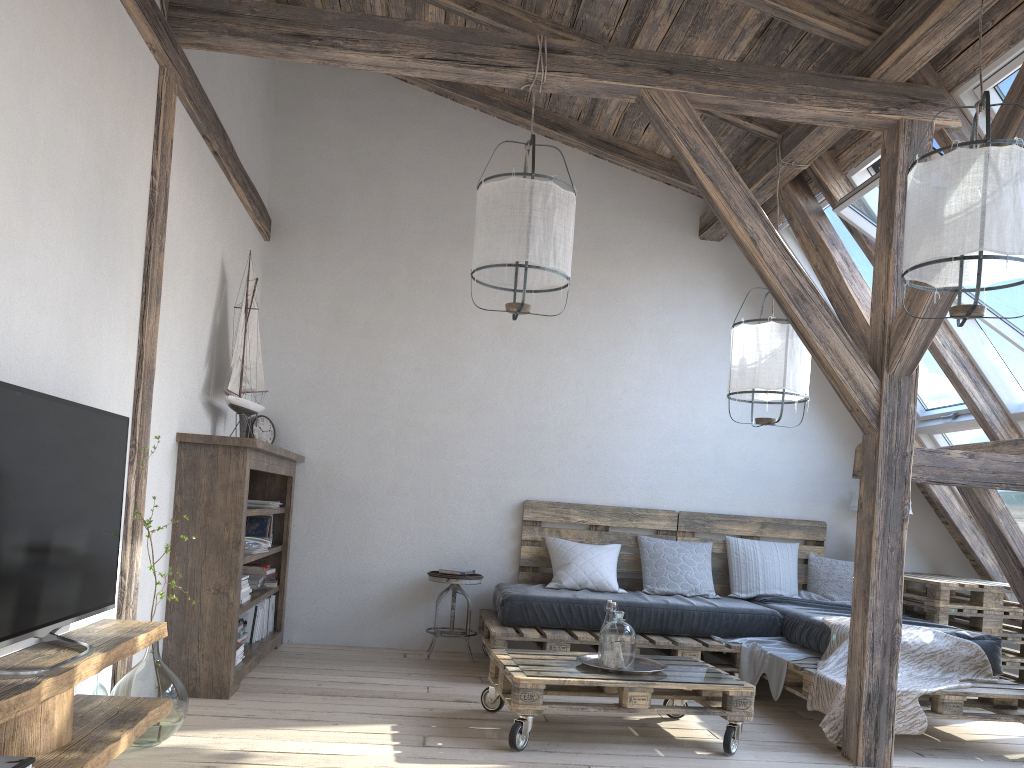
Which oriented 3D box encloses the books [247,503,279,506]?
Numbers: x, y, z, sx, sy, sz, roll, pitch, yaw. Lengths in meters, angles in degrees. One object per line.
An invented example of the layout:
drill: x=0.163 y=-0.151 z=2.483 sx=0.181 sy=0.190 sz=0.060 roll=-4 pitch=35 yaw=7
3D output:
books: x=-1.488 y=0.713 z=5.222 sx=0.205 sy=0.009 sz=0.260 roll=6 pitch=-8 yaw=-14

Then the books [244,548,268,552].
books: x=-1.413 y=0.863 z=4.604 sx=0.204 sy=0.009 sz=0.260 roll=4 pitch=-8 yaw=-1

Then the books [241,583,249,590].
books: x=-1.427 y=1.026 z=4.476 sx=0.139 sy=0.018 sz=0.186 roll=5 pitch=-8 yaw=-5

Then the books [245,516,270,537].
books: x=-1.516 y=0.873 z=5.235 sx=0.131 sy=0.171 sz=0.082 roll=4 pitch=-2 yaw=-5

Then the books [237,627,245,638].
books: x=-1.485 y=1.285 z=4.565 sx=0.174 sy=0.025 sz=0.222 roll=6 pitch=-8 yaw=-10

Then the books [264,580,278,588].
books: x=-1.517 y=1.190 z=5.260 sx=0.219 sy=0.030 sz=0.163 roll=6 pitch=-8 yaw=-13

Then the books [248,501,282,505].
books: x=-1.491 y=0.699 z=5.187 sx=0.204 sy=0.009 sz=0.260 roll=4 pitch=-8 yaw=1

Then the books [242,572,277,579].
books: x=-1.515 y=1.141 z=5.265 sx=0.161 sy=0.026 sz=0.204 roll=4 pitch=-8 yaw=2

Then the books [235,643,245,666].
books: x=-1.428 y=1.304 z=4.220 sx=0.238 sy=0.087 sz=0.319 roll=5 pitch=-7 yaw=-6

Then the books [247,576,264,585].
books: x=-1.503 y=1.115 z=5.005 sx=0.152 sy=0.024 sz=0.229 roll=5 pitch=-8 yaw=-10

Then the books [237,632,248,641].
books: x=-1.485 y=1.305 z=4.566 sx=0.173 sy=0.013 sz=0.232 roll=4 pitch=-8 yaw=-2

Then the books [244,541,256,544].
books: x=-1.431 y=0.816 z=4.581 sx=0.204 sy=0.009 sz=0.260 roll=3 pitch=-8 yaw=6

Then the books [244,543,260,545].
books: x=-1.428 y=0.825 z=4.587 sx=0.204 sy=0.009 sz=0.260 roll=4 pitch=-8 yaw=1

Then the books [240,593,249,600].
books: x=-1.434 y=1.070 z=4.464 sx=0.157 sy=0.017 sz=0.221 roll=5 pitch=-8 yaw=-5

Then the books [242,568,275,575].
books: x=-1.518 y=1.116 z=5.257 sx=0.157 sy=0.021 sz=0.221 roll=4 pitch=-8 yaw=-2

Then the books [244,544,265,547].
books: x=-1.417 y=0.836 z=4.597 sx=0.204 sy=0.009 sz=0.260 roll=4 pitch=-8 yaw=1

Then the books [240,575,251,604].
books: x=-1.430 y=1.004 z=4.319 sx=0.206 sy=0.150 sz=0.553 roll=5 pitch=-7 yaw=-6

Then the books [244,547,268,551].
books: x=-1.412 y=0.857 z=4.618 sx=0.205 sy=0.009 sz=0.260 roll=5 pitch=-8 yaw=-4

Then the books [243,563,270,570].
books: x=-1.539 y=1.096 z=5.272 sx=0.143 sy=0.019 sz=0.203 roll=5 pitch=-8 yaw=-5

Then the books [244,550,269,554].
books: x=-1.413 y=0.871 z=4.595 sx=0.204 sy=0.009 sz=0.260 roll=4 pitch=-8 yaw=3

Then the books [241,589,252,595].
books: x=-1.433 y=1.056 z=4.482 sx=0.157 sy=0.017 sz=0.221 roll=4 pitch=-8 yaw=-1

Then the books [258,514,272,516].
books: x=-1.523 y=0.869 z=5.293 sx=0.139 sy=0.190 sz=0.050 roll=4 pitch=-1 yaw=-6

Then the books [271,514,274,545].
books: x=-1.529 y=0.883 z=5.366 sx=0.139 sy=0.184 sz=0.020 roll=4 pitch=-1 yaw=-6

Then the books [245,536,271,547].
books: x=-1.405 y=0.815 z=4.641 sx=0.222 sy=0.087 sz=0.262 roll=7 pitch=-8 yaw=-25

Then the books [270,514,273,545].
books: x=-1.525 y=0.873 z=5.347 sx=0.135 sy=0.200 sz=0.021 roll=4 pitch=-1 yaw=-6

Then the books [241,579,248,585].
books: x=-1.454 y=1.008 z=4.482 sx=0.157 sy=0.017 sz=0.221 roll=4 pitch=-8 yaw=-1

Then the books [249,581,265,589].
books: x=-1.505 y=1.137 z=5.002 sx=0.160 sy=0.022 sz=0.213 roll=5 pitch=-8 yaw=-5

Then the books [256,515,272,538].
books: x=-1.516 y=0.875 z=5.268 sx=0.140 sy=0.175 sz=0.059 roll=5 pitch=-2 yaw=-7

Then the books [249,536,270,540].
books: x=-1.495 y=0.896 z=5.080 sx=0.150 sy=0.021 sz=0.206 roll=4 pitch=-8 yaw=-1

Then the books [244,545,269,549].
books: x=-1.422 y=0.843 z=4.584 sx=0.204 sy=0.009 sz=0.261 roll=3 pitch=-8 yaw=11

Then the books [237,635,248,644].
books: x=-1.472 y=1.322 z=4.558 sx=0.158 sy=0.021 sz=0.226 roll=5 pitch=-8 yaw=-5

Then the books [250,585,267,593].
books: x=-1.504 y=1.160 z=4.995 sx=0.152 sy=0.024 sz=0.230 roll=4 pitch=-8 yaw=3

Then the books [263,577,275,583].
books: x=-1.520 y=1.163 z=5.253 sx=0.205 sy=0.021 sz=0.151 roll=6 pitch=-8 yaw=-16

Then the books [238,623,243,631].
books: x=-1.481 y=1.264 z=4.572 sx=0.133 sy=0.021 sz=0.201 roll=5 pitch=-8 yaw=-6

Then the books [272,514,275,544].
books: x=-1.522 y=0.879 z=5.387 sx=0.136 sy=0.200 sz=0.021 roll=4 pitch=-1 yaw=-6

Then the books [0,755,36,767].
books: x=-1.210 y=1.004 z=1.954 sx=0.291 sy=0.263 sz=0.362 roll=5 pitch=-5 yaw=-6

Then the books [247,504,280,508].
books: x=-1.486 y=0.720 z=5.208 sx=0.205 sy=0.009 sz=0.260 roll=6 pitch=-8 yaw=-11

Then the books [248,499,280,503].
books: x=-1.488 y=0.692 z=5.200 sx=0.205 sy=0.009 sz=0.260 roll=5 pitch=-8 yaw=-9
